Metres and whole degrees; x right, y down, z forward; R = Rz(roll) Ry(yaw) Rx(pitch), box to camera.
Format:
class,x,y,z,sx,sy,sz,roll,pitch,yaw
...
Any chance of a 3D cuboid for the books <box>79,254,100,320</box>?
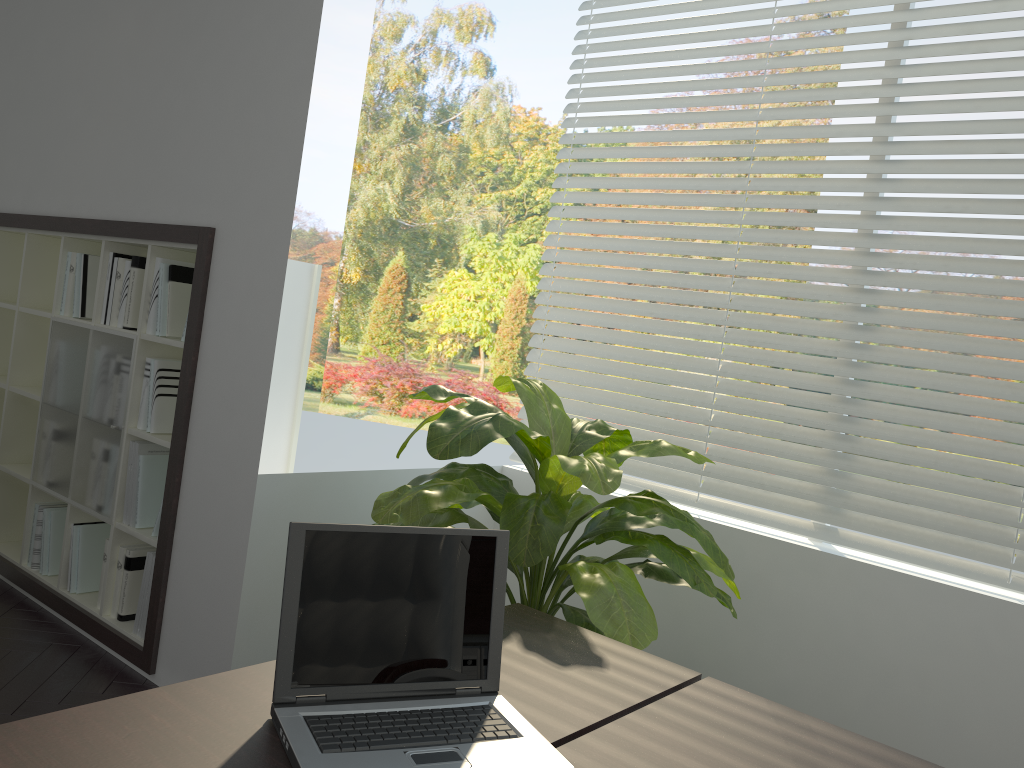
class,x,y,z,sx,sy,sz,roll,pitch,yaw
books,-1.642,-0.382,3.588,0.058,0.257,0.207,10,3,38

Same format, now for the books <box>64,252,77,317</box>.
class,x,y,z,sx,sy,sz,roll,pitch,yaw
books,-1.706,-0.394,3.622,0.040,0.258,0.207,10,3,38

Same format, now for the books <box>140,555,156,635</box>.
class,x,y,z,sx,sy,sz,roll,pitch,yaw
books,-1.186,0.736,3.128,0.032,0.297,0.211,10,3,39

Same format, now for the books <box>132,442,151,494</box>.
class,x,y,z,sx,sy,sz,roll,pitch,yaw
books,-1.285,0.361,3.244,0.032,0.299,0.214,10,3,38

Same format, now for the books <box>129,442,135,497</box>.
class,x,y,z,sx,sy,sz,roll,pitch,yaw
books,-1.296,0.361,3.249,0.032,0.297,0.211,10,3,38

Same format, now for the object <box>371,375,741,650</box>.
class,x,y,z,sx,sy,sz,roll,pitch,yaw
object,0.076,0.600,2.573,1.122,1.198,1.026,9,3,17

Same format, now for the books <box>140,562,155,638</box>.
class,x,y,z,sx,sy,sz,roll,pitch,yaw
books,-1.183,0.737,3.123,0.032,0.297,0.211,10,3,38

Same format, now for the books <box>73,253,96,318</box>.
class,x,y,z,sx,sy,sz,roll,pitch,yaw
books,-1.667,-0.386,3.594,0.060,0.259,0.207,10,3,39

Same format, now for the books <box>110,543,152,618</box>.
class,x,y,z,sx,sy,sz,roll,pitch,yaw
books,-1.365,0.720,3.281,0.040,0.258,0.207,10,3,38

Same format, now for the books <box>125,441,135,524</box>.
class,x,y,z,sx,sy,sz,roll,pitch,yaw
books,-1.309,0.359,3.259,0.032,0.297,0.211,10,3,38

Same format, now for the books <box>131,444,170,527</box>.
class,x,y,z,sx,sy,sz,roll,pitch,yaw
books,-1.275,0.366,3.232,0.032,0.297,0.211,10,3,38

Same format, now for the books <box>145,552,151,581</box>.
class,x,y,z,sx,sy,sz,roll,pitch,yaw
books,-1.210,0.729,3.151,0.032,0.299,0.214,10,3,38

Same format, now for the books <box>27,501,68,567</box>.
class,x,y,z,sx,sy,sz,roll,pitch,yaw
books,-1.891,0.621,3.693,0.040,0.258,0.207,10,3,38

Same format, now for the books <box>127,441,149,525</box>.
class,x,y,z,sx,sy,sz,roll,pitch,yaw
books,-1.293,0.360,3.244,0.032,0.301,0.216,10,3,38

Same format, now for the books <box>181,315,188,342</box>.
class,x,y,z,sx,sy,sz,roll,pitch,yaw
books,-1.021,-0.261,3.076,0.077,0.254,0.207,10,3,39

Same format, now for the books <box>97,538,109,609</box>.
class,x,y,z,sx,sy,sz,roll,pitch,yaw
books,-1.444,0.705,3.344,0.040,0.258,0.207,10,3,38

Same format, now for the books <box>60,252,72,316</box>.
class,x,y,z,sx,sy,sz,roll,pitch,yaw
books,-1.739,-0.400,3.655,0.040,0.258,0.207,10,3,38

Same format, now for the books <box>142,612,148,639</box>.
class,x,y,z,sx,sy,sz,roll,pitch,yaw
books,-1.170,0.737,3.113,0.032,0.301,0.216,10,3,38

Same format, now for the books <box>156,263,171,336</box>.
class,x,y,z,sx,sy,sz,roll,pitch,yaw
books,-1.182,-0.293,3.205,0.060,0.259,0.207,10,3,38

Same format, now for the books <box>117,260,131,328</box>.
class,x,y,z,sx,sy,sz,roll,pitch,yaw
books,-1.381,-0.328,3.370,0.040,0.251,0.207,10,3,38

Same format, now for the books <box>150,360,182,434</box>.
class,x,y,z,sx,sy,sz,roll,pitch,yaw
books,-1.199,0.050,3.200,0.060,0.259,0.207,10,3,38

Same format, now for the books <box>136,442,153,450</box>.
class,x,y,z,sx,sy,sz,roll,pitch,yaw
books,-1.281,0.362,3.241,0.032,0.299,0.214,10,3,38

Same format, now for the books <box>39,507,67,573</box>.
class,x,y,z,sx,sy,sz,roll,pitch,yaw
books,-1.818,0.633,3.630,0.060,0.259,0.207,10,3,38

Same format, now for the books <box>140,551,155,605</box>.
class,x,y,z,sx,sy,sz,roll,pitch,yaw
books,-1.214,0.728,3.154,0.032,0.299,0.214,10,3,38

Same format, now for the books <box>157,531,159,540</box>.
class,x,y,z,sx,sy,sz,roll,pitch,yaw
books,-1.120,0.425,3.105,0.043,0.238,0.211,10,3,39

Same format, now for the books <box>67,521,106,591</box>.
class,x,y,z,sx,sy,sz,roll,pitch,yaw
books,-1.631,0.669,3.480,0.060,0.259,0.207,10,3,38

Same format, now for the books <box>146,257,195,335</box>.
class,x,y,z,sx,sy,sz,roll,pitch,yaw
books,-1.216,-0.309,3.238,0.040,0.275,0.207,10,3,38

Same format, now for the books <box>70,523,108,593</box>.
class,x,y,z,sx,sy,sz,roll,pitch,yaw
books,-1.614,0.675,3.461,0.058,0.257,0.207,10,3,39

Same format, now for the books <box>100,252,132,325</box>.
class,x,y,z,sx,sy,sz,roll,pitch,yaw
books,-1.477,-0.359,3.446,0.040,0.275,0.207,10,3,38

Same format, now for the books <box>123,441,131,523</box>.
class,x,y,z,sx,sy,sz,roll,pitch,yaw
books,-1.318,0.357,3.265,0.032,0.297,0.211,10,3,38

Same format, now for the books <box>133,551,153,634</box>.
class,x,y,z,sx,sy,sz,roll,pitch,yaw
books,-1.221,0.729,3.154,0.032,0.297,0.211,10,3,38

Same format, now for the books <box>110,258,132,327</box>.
class,x,y,z,sx,sy,sz,roll,pitch,yaw
books,-1.417,-0.338,3.390,0.040,0.258,0.207,10,3,38

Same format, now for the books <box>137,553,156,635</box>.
class,x,y,z,sx,sy,sz,roll,pitch,yaw
books,-1.203,0.733,3.141,0.032,0.297,0.211,10,3,39

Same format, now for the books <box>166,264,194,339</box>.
class,x,y,z,sx,sy,sz,roll,pitch,yaw
books,-1.141,-0.286,3.187,0.058,0.257,0.207,10,3,38

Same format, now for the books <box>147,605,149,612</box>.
class,x,y,z,sx,sy,sz,roll,pitch,yaw
books,-1.176,0.735,3.124,0.032,0.299,0.214,10,3,38

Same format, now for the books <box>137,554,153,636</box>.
class,x,y,z,sx,sy,sz,roll,pitch,yaw
books,-1.199,0.734,3.138,0.032,0.297,0.211,10,3,39

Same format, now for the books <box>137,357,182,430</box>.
class,x,y,z,sx,sy,sz,roll,pitch,yaw
books,-1.256,0.039,3.252,0.040,0.258,0.207,10,3,38

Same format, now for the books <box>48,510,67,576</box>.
class,x,y,z,sx,sy,sz,roll,pitch,yaw
books,-1.778,0.640,3.612,0.058,0.257,0.207,10,3,38

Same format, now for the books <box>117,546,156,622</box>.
class,x,y,z,sx,sy,sz,roll,pitch,yaw
books,-1.331,0.727,3.260,0.040,0.258,0.207,10,3,38

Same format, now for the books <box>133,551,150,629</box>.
class,x,y,z,sx,sy,sz,roll,pitch,yaw
books,-1.225,0.729,3.158,0.032,0.297,0.211,10,3,39

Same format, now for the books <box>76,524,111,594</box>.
class,x,y,z,sx,sy,sz,roll,pitch,yaw
books,-1.591,0.676,3.463,0.058,0.257,0.207,10,3,38

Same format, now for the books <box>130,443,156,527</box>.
class,x,y,z,sx,sy,sz,roll,pitch,yaw
books,-1.280,0.365,3.234,0.032,0.297,0.211,10,3,38

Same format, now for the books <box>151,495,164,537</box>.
class,x,y,z,sx,sy,sz,roll,pitch,yaw
books,-1.139,0.416,3.124,0.085,0.245,0.207,10,3,39

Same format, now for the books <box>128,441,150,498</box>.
class,x,y,z,sx,sy,sz,roll,pitch,yaw
books,-1.304,0.357,3.256,0.032,0.302,0.219,10,3,38

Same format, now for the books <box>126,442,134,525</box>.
class,x,y,z,sx,sy,sz,roll,pitch,yaw
books,-1.300,0.361,3.252,0.032,0.297,0.211,10,3,38

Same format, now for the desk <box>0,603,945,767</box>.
class,x,y,z,sx,sy,sz,roll,pitch,yaw
desk,-0.218,0.890,1.100,0.976,0.698,1.811,11,4,38

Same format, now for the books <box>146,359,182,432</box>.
class,x,y,z,sx,sy,sz,roll,pitch,yaw
books,-1.219,0.047,3.216,0.060,0.259,0.207,10,3,39

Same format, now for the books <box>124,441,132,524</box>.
class,x,y,z,sx,sy,sz,roll,pitch,yaw
books,-1.314,0.358,3.263,0.032,0.297,0.211,10,3,38

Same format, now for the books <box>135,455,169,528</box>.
class,x,y,z,sx,sy,sz,roll,pitch,yaw
books,-1.260,0.387,3.219,0.060,0.259,0.207,10,3,38

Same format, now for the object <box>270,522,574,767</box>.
class,x,y,z,sx,sy,sz,roll,pitch,yaw
object,-0.126,0.392,1.316,0.380,0.288,0.320,7,3,-27

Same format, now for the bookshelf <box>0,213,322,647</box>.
class,x,y,z,sx,sy,sz,roll,pitch,yaw
bookshelf,-1.776,0.080,3.781,2.103,1.495,0.501,11,3,38

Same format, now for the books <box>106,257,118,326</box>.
class,x,y,z,sx,sy,sz,roll,pitch,yaw
books,-1.446,-0.344,3.420,0.040,0.258,0.207,10,3,38

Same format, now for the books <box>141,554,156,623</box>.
class,x,y,z,sx,sy,sz,roll,pitch,yaw
books,-1.195,0.732,3.135,0.032,0.302,0.219,10,3,39

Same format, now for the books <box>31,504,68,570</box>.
class,x,y,z,sx,sy,sz,roll,pitch,yaw
books,-1.859,0.628,3.659,0.040,0.258,0.207,10,3,38

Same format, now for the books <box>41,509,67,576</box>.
class,x,y,z,sx,sy,sz,roll,pitch,yaw
books,-1.801,0.639,3.610,0.058,0.257,0.207,10,3,39

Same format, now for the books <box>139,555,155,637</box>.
class,x,y,z,sx,sy,sz,roll,pitch,yaw
books,-1.191,0.735,3.131,0.032,0.297,0.211,10,3,39

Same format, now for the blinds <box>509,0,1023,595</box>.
class,x,y,z,sx,sy,sz,roll,pitch,yaw
blinds,1.843,-1.490,2.313,1.218,4.263,3.924,7,3,-33

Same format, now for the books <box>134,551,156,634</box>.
class,x,y,z,sx,sy,sz,roll,pitch,yaw
books,-1.208,0.730,3.144,0.032,0.301,0.216,10,3,38

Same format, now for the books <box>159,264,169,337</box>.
class,x,y,z,sx,sy,sz,roll,pitch,yaw
books,-1.165,-0.288,3.186,0.058,0.257,0.207,10,3,39

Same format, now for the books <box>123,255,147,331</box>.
class,x,y,z,sx,sy,sz,roll,pitch,yaw
books,-1.341,-0.331,3.335,0.053,0.272,0.207,10,3,38
